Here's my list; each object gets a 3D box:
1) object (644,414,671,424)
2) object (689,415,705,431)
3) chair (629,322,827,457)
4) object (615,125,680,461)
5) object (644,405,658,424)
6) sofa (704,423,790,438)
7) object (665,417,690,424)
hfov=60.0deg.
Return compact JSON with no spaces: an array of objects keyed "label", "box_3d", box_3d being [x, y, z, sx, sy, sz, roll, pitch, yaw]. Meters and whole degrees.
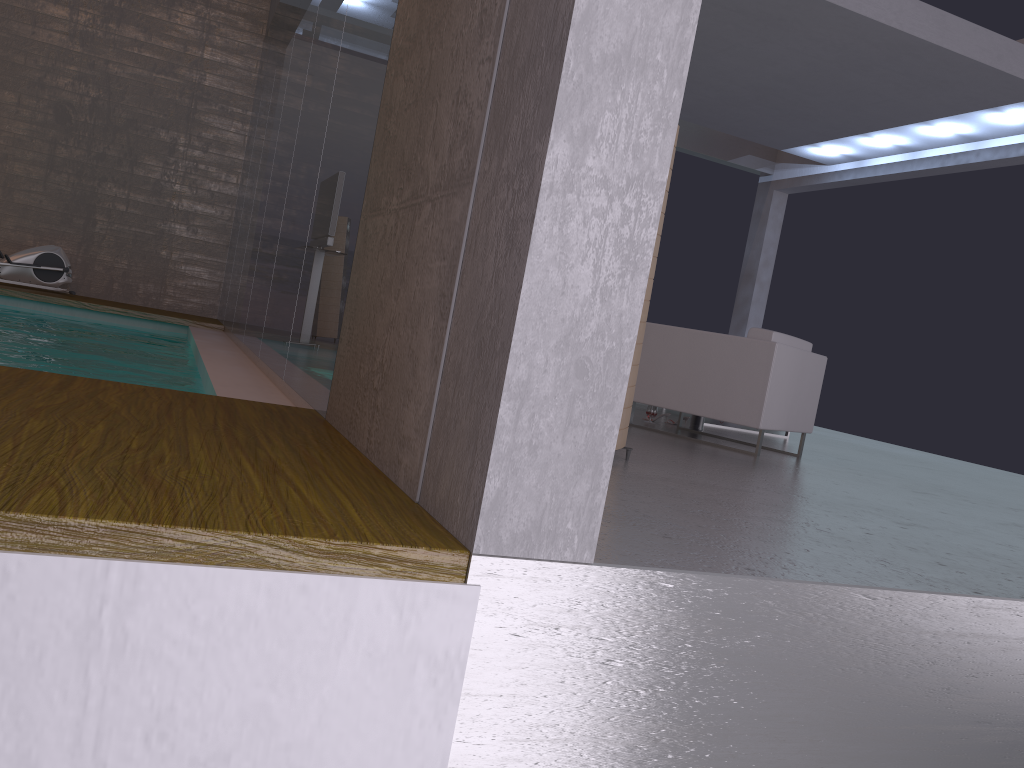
[{"label":"object","box_3d":[1.141,0.257,7.026,0.235,0.087,0.079,13,4,35]},{"label":"object","box_3d":[1.472,0.147,6.902,0.109,0.435,0.109,11,3,5]},{"label":"chair","box_3d":[1.466,0.000,6.142,1.026,0.808,0.936,13,4,38]},{"label":"object","box_3d":[0.474,-0.405,3.792,0.244,1.473,0.444,12,3,23]},{"label":"object","box_3d":[1.077,0.183,6.793,0.091,0.233,0.091,11,3,6]},{"label":"sofa","box_3d":[1.780,-0.103,9.008,1.026,0.824,2.353,9,3,-22]},{"label":"object","box_3d":[1.323,0.287,7.092,0.079,0.087,0.235,8,4,-44]}]
